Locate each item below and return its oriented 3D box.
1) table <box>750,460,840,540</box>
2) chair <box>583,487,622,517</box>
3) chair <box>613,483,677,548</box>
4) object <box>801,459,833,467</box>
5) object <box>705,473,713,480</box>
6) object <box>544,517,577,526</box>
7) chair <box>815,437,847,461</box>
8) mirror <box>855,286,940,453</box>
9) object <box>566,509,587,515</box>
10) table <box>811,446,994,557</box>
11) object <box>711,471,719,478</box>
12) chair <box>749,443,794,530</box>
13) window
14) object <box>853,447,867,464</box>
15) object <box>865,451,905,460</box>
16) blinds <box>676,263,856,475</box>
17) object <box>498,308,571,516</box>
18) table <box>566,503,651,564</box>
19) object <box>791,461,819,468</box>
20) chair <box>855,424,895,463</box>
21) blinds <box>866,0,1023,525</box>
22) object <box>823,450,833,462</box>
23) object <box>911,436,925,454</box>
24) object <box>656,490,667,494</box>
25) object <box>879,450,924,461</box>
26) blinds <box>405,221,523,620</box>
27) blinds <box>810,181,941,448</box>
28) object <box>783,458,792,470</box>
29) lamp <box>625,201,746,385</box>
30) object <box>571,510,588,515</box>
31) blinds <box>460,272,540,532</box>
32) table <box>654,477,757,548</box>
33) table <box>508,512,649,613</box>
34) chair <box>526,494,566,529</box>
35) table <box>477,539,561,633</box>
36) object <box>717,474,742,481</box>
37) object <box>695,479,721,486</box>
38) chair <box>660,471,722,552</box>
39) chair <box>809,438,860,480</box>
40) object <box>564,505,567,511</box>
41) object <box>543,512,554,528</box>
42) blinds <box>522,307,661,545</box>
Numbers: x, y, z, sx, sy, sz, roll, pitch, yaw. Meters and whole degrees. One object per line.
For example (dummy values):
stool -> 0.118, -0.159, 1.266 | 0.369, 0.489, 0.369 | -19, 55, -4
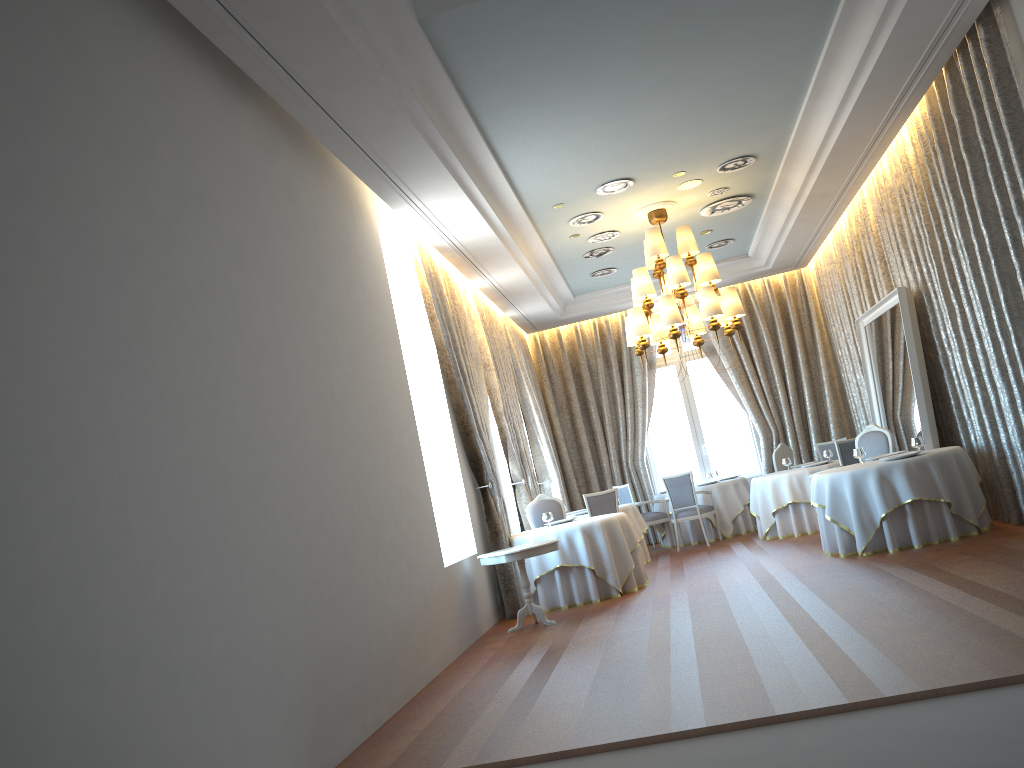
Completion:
table -> 4.146, 1.586, 12.246 | 1.663, 0.890, 1.667 | -15, -8, 22
chair -> 1.178, 1.972, 11.665 | 0.650, 1.108, 0.629 | -10, -8, -16
chair -> 2.079, 2.084, 13.985 | 0.629, 1.108, 0.650 | -8, -8, -26
object -> 4.098, 1.075, 11.913 | 0.419, 0.036, 0.419 | -13, -7, 7
object -> 3.153, 1.505, 14.175 | 0.128, 0.165, 0.128 | -13, -7, 9
object -> 0.588, 1.649, 10.612 | 0.419, 0.036, 0.419 | -13, -7, 7
chair -> 4.883, 1.405, 13.345 | 0.650, 1.108, 0.629 | -16, -8, 28
mirror -> 4.641, 0.296, 10.649 | 0.385, 2.564, 2.251 | -13, -7, 9
object -> 0.988, 1.909, 13.246 | 0.419, 0.036, 0.419 | -13, -7, 7
table -> 3.980, 1.220, 9.183 | 1.663, 0.890, 1.667 | -12, -7, -3
object -> 3.341, 1.518, 14.575 | 0.128, 0.165, 0.128 | -13, -7, 9
chair -> 4.029, 1.569, 13.655 | 0.563, 1.233, 0.690 | -6, -10, -41
window -> 3.120, 0.179, 15.766 | 1.881, 3.306, 0.196 | -13, -7, 9
object -> 3.738, 0.773, 9.526 | 0.128, 0.165, 0.128 | -18, -9, 38
object -> 4.061, 0.785, 9.640 | 0.419, 0.036, 0.419 | -13, -7, 7
blinds -> 4.397, -0.138, 15.147 | 2.476, 4.901, 0.386 | -13, -7, 9
object -> 0.451, 0.688, 14.700 | 0.386, 4.901, 2.121 | -13, -7, 9
table -> 1.142, 2.286, 12.729 | 1.667, 0.890, 1.663 | -12, -7, 2
object -> 4.203, 1.158, 12.722 | 0.419, 0.036, 0.419 | -13, -7, 7
chair -> 4.045, 1.102, 10.112 | 0.690, 1.233, 0.563 | -8, -9, -31
blinds -> 4.352, -1.002, 8.609 | 0.238, 4.819, 4.439 | -13, -7, 9
object -> 4.335, 0.988, 12.141 | 0.128, 0.165, 0.128 | -13, -7, 9
object -> 4.122, 0.621, 8.995 | 0.128, 0.165, 0.128 | -13, -7, 9
object -> 2.523, 1.713, 14.235 | 0.419, 0.036, 0.419 | -13, -7, 7
object -> 3.861, 0.716, 8.793 | 0.419, 0.036, 0.419 | -13, -7, 7
blinds -> -0.444, 0.236, 10.161 | 0.315, 4.930, 2.204 | -13, -7, 9
blinds -> 5.107, -0.601, 12.897 | 0.238, 4.819, 4.439 | -13, -7, 9
object -> 3.915, 1.137, 12.598 | 0.128, 0.165, 0.128 | -13, -7, 9
lamp -> 1.974, -1.116, 10.692 | 1.373, 2.121, 1.373 | -5, -10, -43
object -> 1.027, 1.780, 12.323 | 0.419, 0.036, 0.419 | -13, -7, 7
blinds -> 0.004, 0.457, 12.569 | 0.335, 4.969, 2.257 | -13, -7, 9
table -> 3.119, 2.066, 14.246 | 1.667, 0.890, 1.663 | -16, -8, 27
table -> 0.679, 2.046, 10.142 | 1.663, 0.890, 1.667 | -12, -7, -3
chair -> 0.581, 1.952, 10.995 | 0.563, 1.233, 0.690 | -10, -8, -16
table -> 0.148, 1.996, 8.652 | 0.761, 0.801, 0.760 | -5, -10, -41
object -> 3.489, 1.513, 14.274 | 0.419, 0.036, 0.419 | -13, -7, 7
object -> 3.060, 1.550, 13.858 | 0.419, 0.036, 0.419 | -13, -7, 7
chair -> 2.633, 1.858, 13.158 | 0.650, 1.108, 0.629 | -15, -8, 24
chair -> 4.241, 1.271, 11.274 | 0.650, 1.108, 0.629 | -9, -8, -21
object -> 0.745, 1.869, 13.048 | 0.128, 0.165, 0.128 | -13, -7, 9
object -> 0.424, 1.581, 10.329 | 0.128, 0.165, 0.128 | -11, -7, -9
blinds -> 1.628, 0.506, 15.580 | 2.535, 4.901, 0.386 | -13, -7, 9
